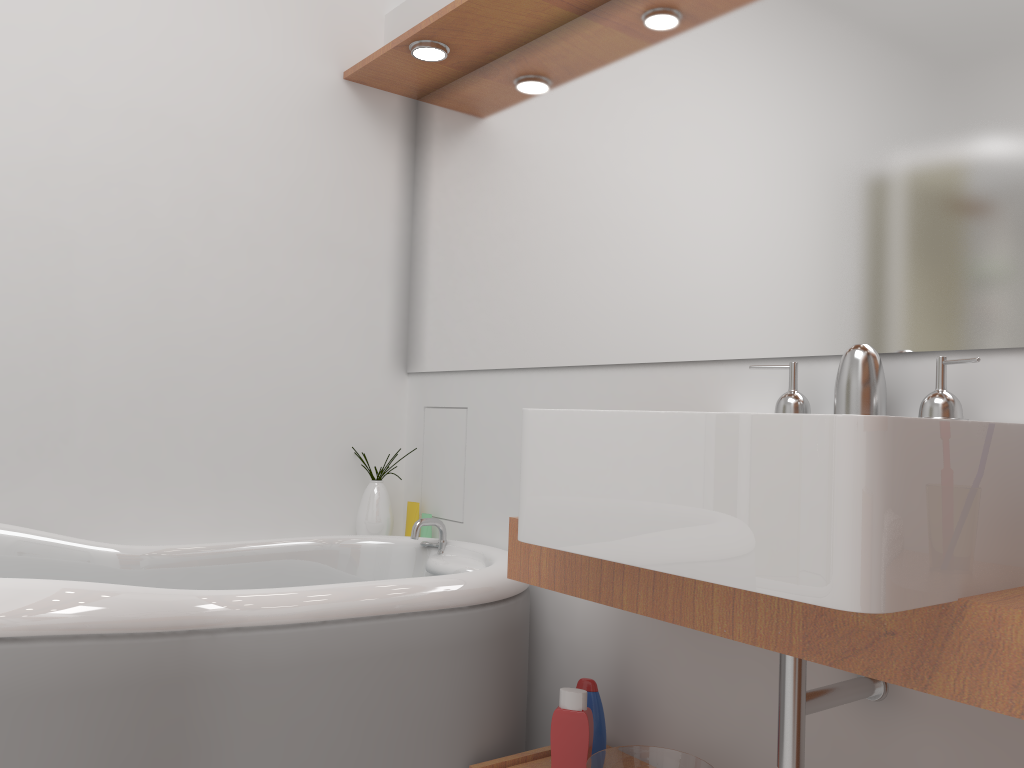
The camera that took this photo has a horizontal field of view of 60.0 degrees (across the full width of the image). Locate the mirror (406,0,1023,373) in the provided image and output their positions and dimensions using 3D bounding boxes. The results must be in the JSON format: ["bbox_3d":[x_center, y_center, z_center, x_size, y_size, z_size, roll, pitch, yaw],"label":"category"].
[{"bbox_3d":[0.456,-0.492,1.841,0.022,0.887,2.600,4,-3,-37],"label":"mirror"}]

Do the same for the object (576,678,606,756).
[{"bbox_3d":[0.159,0.730,1.908,0.092,0.190,0.044,1,-2,20],"label":"object"}]

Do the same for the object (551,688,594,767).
[{"bbox_3d":[0.119,0.715,1.770,0.079,0.207,0.046,1,-2,18],"label":"object"}]

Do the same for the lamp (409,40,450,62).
[{"bbox_3d":[-0.230,-0.925,2.464,0.113,0.021,0.113,1,-3,24],"label":"lamp"}]

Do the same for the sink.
[{"bbox_3d":[0.409,0.259,1.382,0.552,0.673,0.657,4,-3,-37],"label":"sink"}]

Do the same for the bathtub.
[{"bbox_3d":[-0.780,0.635,1.848,1.863,0.674,1.055,4,-3,-37],"label":"bathtub"}]

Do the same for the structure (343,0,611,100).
[{"bbox_3d":[0.370,-1.058,1.788,0.287,0.240,2.606,4,-3,-37],"label":"structure"}]

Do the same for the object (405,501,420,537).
[{"bbox_3d":[-0.305,0.443,2.712,0.047,0.162,0.047,2,-2,-11],"label":"object"}]

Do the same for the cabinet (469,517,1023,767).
[{"bbox_3d":[0.551,0.629,1.311,0.355,0.719,1.635,4,-3,-37],"label":"cabinet"}]

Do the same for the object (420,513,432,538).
[{"bbox_3d":[-0.257,0.454,2.647,0.038,0.133,0.038,2,-2,-3],"label":"object"}]

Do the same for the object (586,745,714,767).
[{"bbox_3d":[0.261,0.768,1.661,0.245,0.090,0.245,1,-3,25],"label":"object"}]

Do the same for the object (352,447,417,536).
[{"bbox_3d":[-0.400,0.352,2.666,0.215,0.326,0.154,2,-2,-6],"label":"object"}]
